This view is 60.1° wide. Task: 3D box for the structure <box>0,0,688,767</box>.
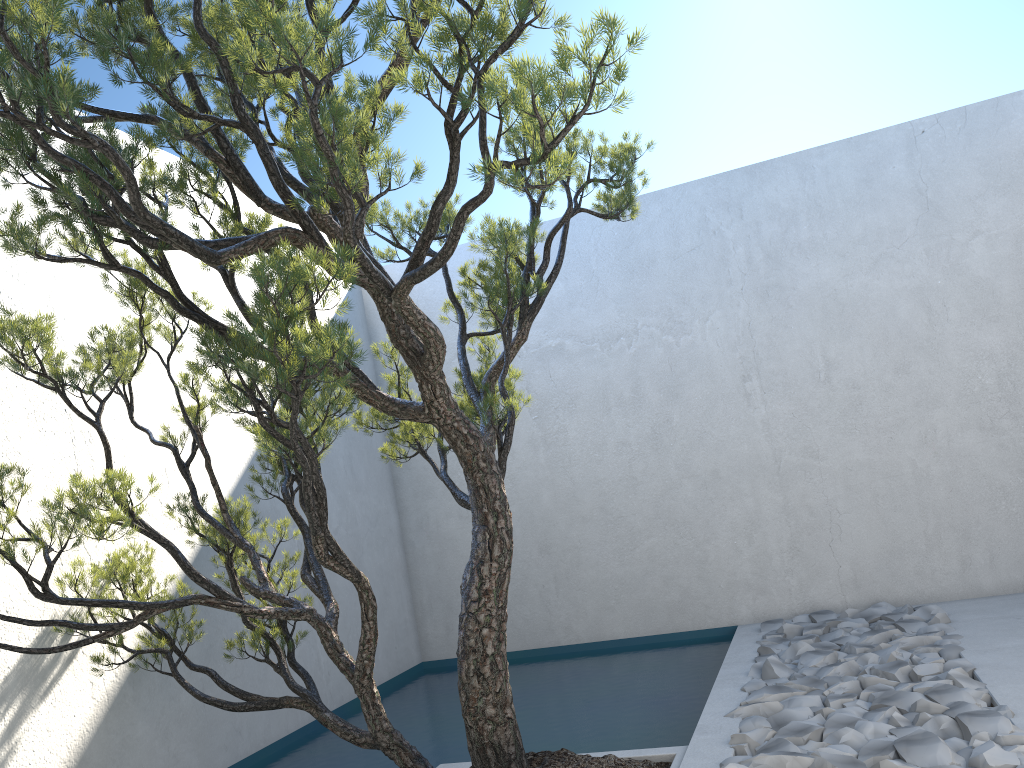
[{"bbox_3d":[-0.601,-0.032,2.850,2.593,3.451,2.528,-11,-5,11],"label":"structure"}]
